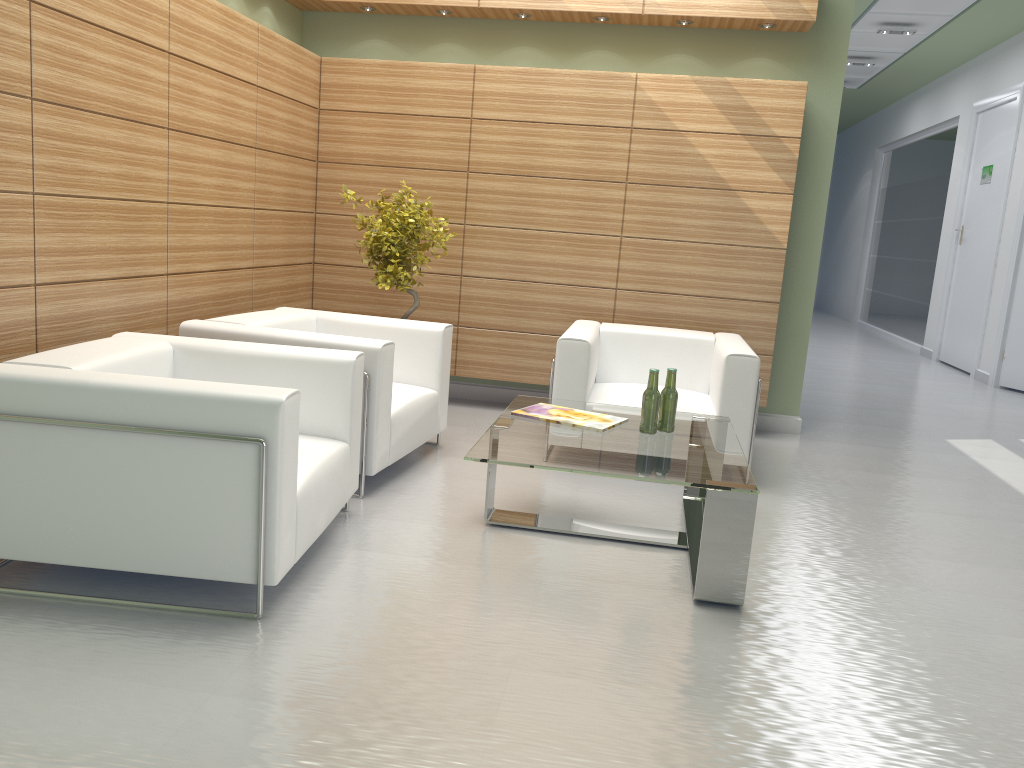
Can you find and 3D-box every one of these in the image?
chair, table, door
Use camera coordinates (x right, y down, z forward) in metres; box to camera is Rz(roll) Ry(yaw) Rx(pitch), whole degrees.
[{"bbox_3d":[1.394,0.117,8.887,1.894,1.234,1.802,6,10,8],"label":"chair"},{"bbox_3d":[0.720,0.723,6.462,1.783,0.742,2.197,6,10,8],"label":"table"},{"bbox_3d":[-1.643,0.062,7.889,1.769,1.234,1.894,7,10,13],"label":"chair"},{"bbox_3d":[9.124,-2.849,17.489,0.250,5.083,2.089,6,10,8],"label":"door"},{"bbox_3d":[9.197,-2.270,14.284,0.134,5.083,2.089,0,11,-21],"label":"door"},{"bbox_3d":[-2.025,0.438,5.626,1.802,1.234,1.894,5,10,3],"label":"chair"}]

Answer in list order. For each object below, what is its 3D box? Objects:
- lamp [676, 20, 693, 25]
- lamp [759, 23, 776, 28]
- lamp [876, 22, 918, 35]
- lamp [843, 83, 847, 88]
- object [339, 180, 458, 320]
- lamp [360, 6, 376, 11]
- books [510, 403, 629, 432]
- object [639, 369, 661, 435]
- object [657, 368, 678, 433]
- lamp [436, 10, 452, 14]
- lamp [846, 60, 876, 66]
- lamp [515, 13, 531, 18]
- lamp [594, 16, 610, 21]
[{"bbox_3d":[1.890,-3.985,9.707,0.181,0.074,0.181,-2,12,-31],"label":"lamp"},{"bbox_3d":[2.762,-3.896,9.582,0.181,0.074,0.181,5,10,3],"label":"lamp"},{"bbox_3d":[7.160,-6.607,16.492,0.657,0.159,0.286,6,10,8],"label":"lamp"},{"bbox_3d":[8.131,-7.609,22.513,0.657,0.159,0.286,6,10,8],"label":"lamp"},{"bbox_3d":[-1.294,-0.860,9.356,1.201,2.565,1.116,0,11,-23],"label":"object"},{"bbox_3d":[-1.657,-4.349,10.218,0.181,0.074,0.181,5,10,3],"label":"lamp"},{"bbox_3d":[0.442,0.251,6.788,0.762,0.025,0.508,10,11,28],"label":"books"},{"bbox_3d":[1.012,0.126,6.449,0.131,0.475,0.131,-1,11,-26],"label":"object"},{"bbox_3d":[1.158,0.119,6.548,0.131,0.475,0.131,-1,11,-26],"label":"object"},{"bbox_3d":[-0.772,-4.258,10.091,0.181,0.074,0.181,5,10,3],"label":"lamp"},{"bbox_3d":[7.652,-7.115,19.544,0.657,0.159,0.286,6,10,8],"label":"lamp"},{"bbox_3d":[0.123,-4.166,9.962,0.181,0.074,0.181,-2,12,-31],"label":"lamp"},{"bbox_3d":[1.001,-4.076,9.835,0.181,0.074,0.181,5,10,3],"label":"lamp"}]
